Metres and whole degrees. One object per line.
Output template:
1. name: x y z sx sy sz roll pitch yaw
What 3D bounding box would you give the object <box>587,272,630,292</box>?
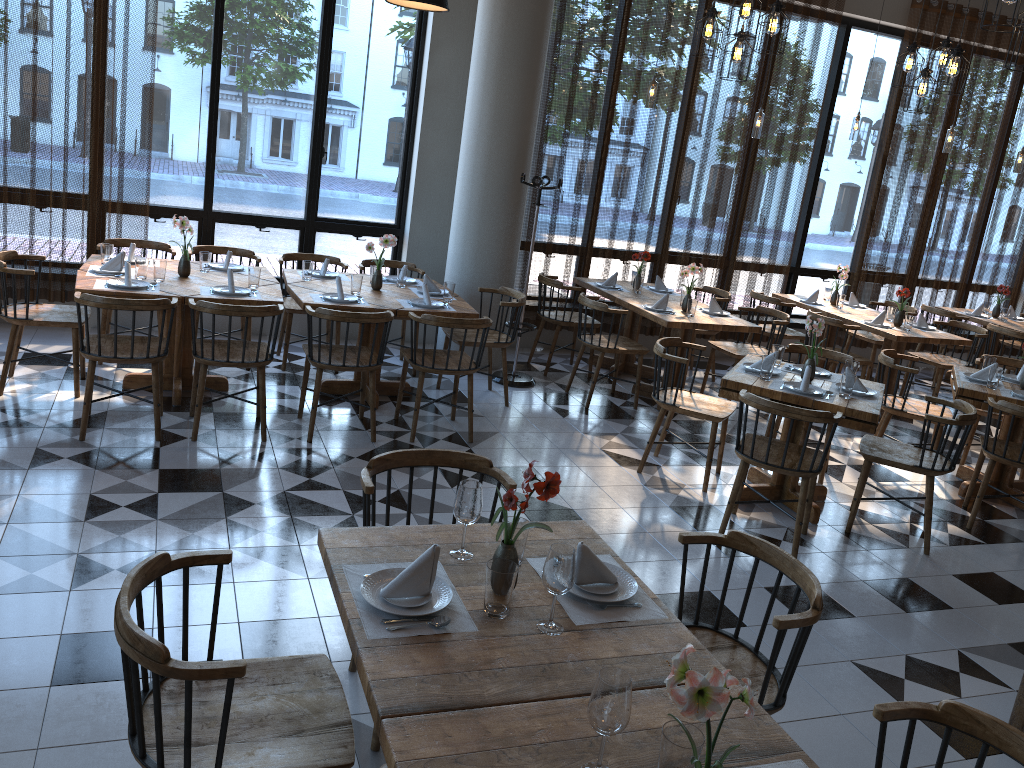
1. object: 0.854 -0.914 7.737 0.271 0.136 0.355 2 16 -21

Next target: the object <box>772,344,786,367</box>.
1. object: 1.646 -0.173 5.503 0.080 0.131 0.080 21 19 41

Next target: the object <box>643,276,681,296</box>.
1. object: 1.347 -0.900 7.938 0.271 0.136 0.355 2 16 -21

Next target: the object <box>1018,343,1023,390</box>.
1. object: 3.408 -0.129 5.824 0.157 0.352 0.172 17 16 32

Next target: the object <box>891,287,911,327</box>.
1. object: 3.411 -0.683 7.805 0.171 0.352 0.157 -5 19 -42

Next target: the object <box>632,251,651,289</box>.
1. object: 1.116 -0.997 7.763 0.156 0.352 0.172 8 14 0

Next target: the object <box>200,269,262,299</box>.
1. object: -1.713 -0.624 5.401 0.351 0.136 0.275 2 16 -21

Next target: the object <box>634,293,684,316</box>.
1. object: 1.160 -0.646 6.936 0.271 0.136 0.355 2 16 -21

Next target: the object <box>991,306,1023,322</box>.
1. object: 5.397 -0.774 9.539 0.271 0.136 0.355 2 16 -21

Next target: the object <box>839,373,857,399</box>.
1. object: 1.871 0.014 4.948 0.080 0.131 0.080 17 16 32

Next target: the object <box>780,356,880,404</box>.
1. object: 1.901 -0.077 5.279 0.584 0.136 0.581 14 17 22

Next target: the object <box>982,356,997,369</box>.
1. object: 3.311 -0.122 6.161 0.080 0.131 0.081 4 15 -17

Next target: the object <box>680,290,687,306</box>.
1. object: 1.420 -0.702 7.277 0.080 0.131 0.080 -2 17 -36

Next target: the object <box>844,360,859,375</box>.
1. object: 2.038 -0.072 5.340 0.080 0.131 0.080 17 16 32

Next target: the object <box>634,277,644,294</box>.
1. object: 1.091 -0.849 7.636 0.080 0.131 0.081 9 14 3

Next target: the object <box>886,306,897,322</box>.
1. object: 3.459 -0.638 8.083 0.080 0.131 0.080 -2 17 -36

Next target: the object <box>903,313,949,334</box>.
1. object: 3.694 -0.569 7.944 0.271 0.136 0.355 2 16 -21

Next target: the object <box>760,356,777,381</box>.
1. object: 1.470 -0.087 5.104 0.080 0.131 0.080 21 19 41

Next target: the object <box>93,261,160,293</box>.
1. object: -2.249 -0.641 5.189 0.351 0.136 0.275 2 16 -21

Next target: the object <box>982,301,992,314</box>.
1. object: 5.177 -0.837 9.663 0.080 0.131 0.081 6 14 -7

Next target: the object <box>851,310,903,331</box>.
1. object: 3.201 -0.583 7.743 0.271 0.136 0.355 2 16 -21

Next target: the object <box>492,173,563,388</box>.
1. object: 0.121 -0.817 7.030 0.375 1.643 0.378 -3 17 -39

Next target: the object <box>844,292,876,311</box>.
1. object: 3.389 -0.836 8.745 0.271 0.136 0.355 2 16 -21

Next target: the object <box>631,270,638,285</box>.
1. object: 1.122 -0.964 8.060 0.080 0.131 0.081 9 14 3

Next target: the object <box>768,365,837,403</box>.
1. object: 1.646 -0.028 4.975 0.353 0.136 0.274 14 16 22

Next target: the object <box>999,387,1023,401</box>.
1. object: 3.314 0.025 5.631 0.353 0.136 0.274 14 16 22

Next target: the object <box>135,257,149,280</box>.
1. object: -2.269 -0.707 5.425 0.080 0.131 0.080 -2 17 -36

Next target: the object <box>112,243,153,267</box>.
1. object: -2.533 -0.882 5.907 0.351 0.136 0.275 2 16 -21

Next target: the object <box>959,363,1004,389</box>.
1. object: 3.180 -0.090 5.971 0.273 0.136 0.354 14 16 22

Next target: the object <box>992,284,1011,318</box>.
1. object: 5.201 -0.881 9.419 0.171 0.352 0.157 -6 19 -45

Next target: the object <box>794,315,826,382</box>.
1. object: 1.741 -0.210 5.186 0.146 0.396 0.208 7 14 -3

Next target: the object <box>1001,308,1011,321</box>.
1. object: 5.146 -0.723 9.239 0.080 0.131 0.081 6 14 -7

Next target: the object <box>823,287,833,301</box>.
1. object: 3.161 -0.900 8.866 0.080 0.131 0.080 11 14 12

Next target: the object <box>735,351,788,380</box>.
1. object: 1.513 -0.143 5.315 0.273 0.136 0.354 14 16 22

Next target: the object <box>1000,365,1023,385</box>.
1. object: 3.529 -0.081 6.116 0.353 0.136 0.274 14 16 22

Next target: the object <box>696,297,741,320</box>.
1. object: 1.653 -0.633 7.137 0.271 0.136 0.355 2 16 -21

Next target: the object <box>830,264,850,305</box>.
1. object: 3.192 -0.965 8.619 0.146 0.396 0.209 4 15 -18

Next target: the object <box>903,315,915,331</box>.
1. object: 3.429 -0.524 7.659 0.080 0.131 0.080 -2 17 -36

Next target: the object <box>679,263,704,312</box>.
1. object: 1.397 -0.766 6.998 0.208 0.396 0.147 17 16 31

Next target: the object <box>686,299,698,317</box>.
1. object: 1.390 -0.588 6.853 0.080 0.131 0.080 -2 17 -36

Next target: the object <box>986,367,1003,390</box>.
1. object: 3.134 -0.035 5.761 0.080 0.131 0.081 6 14 -7

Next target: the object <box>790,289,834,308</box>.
1. object: 2.896 -0.850 8.544 0.271 0.136 0.355 2 16 -21

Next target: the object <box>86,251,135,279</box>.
1. object: -2.486 -0.764 5.510 0.271 0.136 0.355 2 16 -21

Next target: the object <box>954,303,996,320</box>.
1. object: 4.904 -0.787 9.338 0.271 0.136 0.355 2 16 -21

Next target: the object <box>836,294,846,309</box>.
1. object: 3.130 -0.786 8.442 0.080 0.131 0.080 11 14 12
